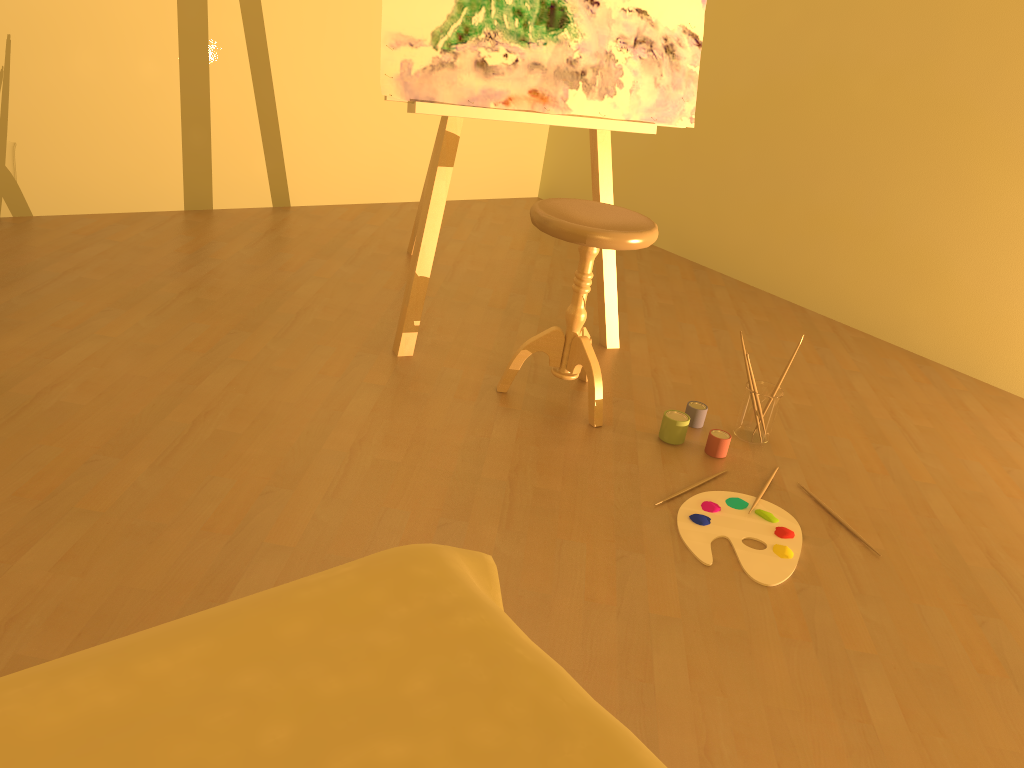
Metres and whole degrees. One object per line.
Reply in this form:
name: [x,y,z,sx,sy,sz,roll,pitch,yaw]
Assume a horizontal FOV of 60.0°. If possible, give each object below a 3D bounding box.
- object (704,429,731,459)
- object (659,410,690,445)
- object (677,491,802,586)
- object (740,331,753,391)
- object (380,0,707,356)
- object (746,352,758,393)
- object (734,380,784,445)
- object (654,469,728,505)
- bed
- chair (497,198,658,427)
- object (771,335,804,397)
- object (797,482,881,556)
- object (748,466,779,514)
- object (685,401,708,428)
object: [0.560,0.163,2.411,0.060,0.060,0.060,22,27,26]
object: [0.448,0.119,2.447,0.073,0.073,0.073,-9,30,-35]
object: [0.530,0.339,2.072,0.288,0.014,0.366,17,25,17]
object: [0.676,0.009,2.510,0.010,0.286,0.159,-15,34,-43]
object: [-0.079,-1.042,2.724,1.132,1.896,0.972,22,27,26]
object: [0.680,0.033,2.466,0.172,0.278,0.010,-5,28,-28]
object: [0.697,0.083,2.517,0.106,0.157,0.106,17,25,17]
object: [0.456,0.257,2.229,0.325,0.010,0.010,-15,34,-43]
bed: [0.188,0.705,0.083,1.286,0.894,2.378,-12,32,-39]
chair: [0.185,-0.205,2.482,0.348,0.551,0.364,-5,28,-29]
object: [0.751,0.006,2.506,0.069,0.319,0.010,2,25,-15]
object: [0.805,0.329,2.198,0.010,0.010,0.325,-1,26,-21]
object: [0.646,0.268,2.268,0.010,0.015,0.325,20,26,22]
object: [0.530,0.088,2.562,0.060,0.060,0.060,23,28,28]
